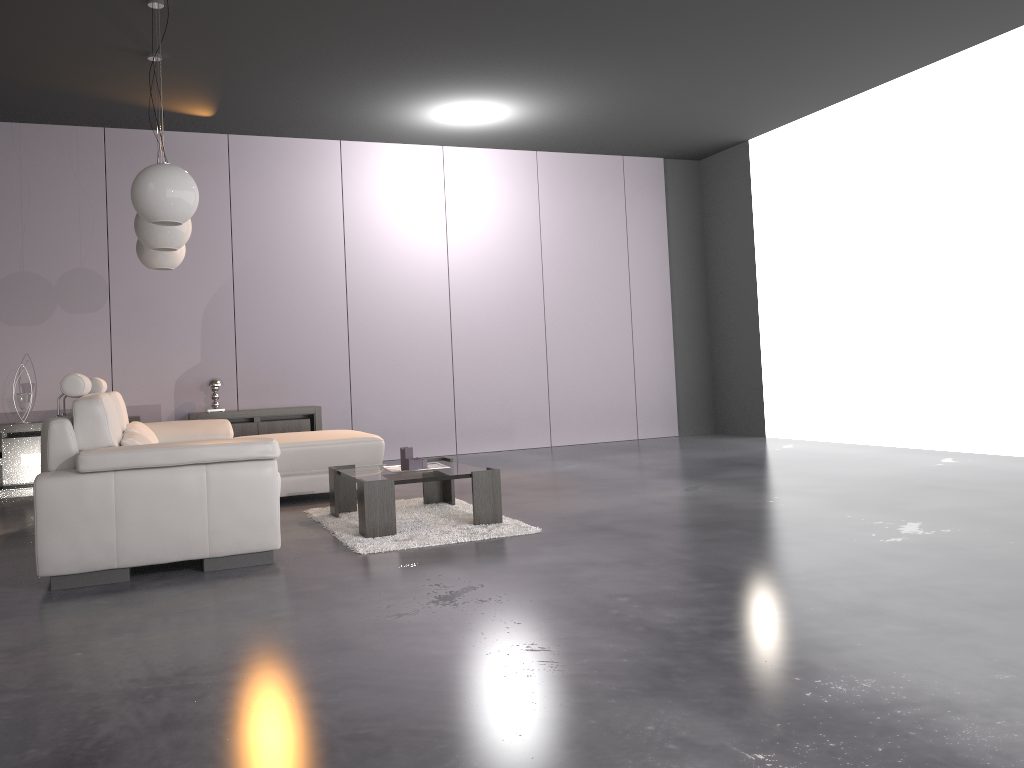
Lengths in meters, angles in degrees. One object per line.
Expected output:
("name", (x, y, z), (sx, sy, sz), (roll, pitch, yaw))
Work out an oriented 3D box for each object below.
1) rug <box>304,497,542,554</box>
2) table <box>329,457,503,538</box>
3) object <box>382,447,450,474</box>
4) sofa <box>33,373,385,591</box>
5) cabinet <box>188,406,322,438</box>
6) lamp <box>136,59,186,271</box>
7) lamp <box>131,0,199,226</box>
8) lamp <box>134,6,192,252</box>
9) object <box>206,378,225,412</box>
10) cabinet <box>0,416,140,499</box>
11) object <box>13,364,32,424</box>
("rug", (-0.543, 0.725, 4.740), (0.917, 0.023, 1.524), (-3, 1, -22))
("table", (-0.546, 0.587, 4.762), (0.701, 0.271, 0.904), (-3, 1, -22))
("object", (-0.511, 0.393, 4.663), (0.304, 0.137, 0.304), (-3, 0, -18))
("sofa", (-1.544, 0.347, 5.099), (1.869, 0.860, 2.857), (-3, 1, -22))
("cabinet", (-2.194, 0.498, 7.595), (1.073, 0.556, 0.376), (-3, -1, -22))
("lamp", (-2.356, -1.467, 5.896), (0.307, 1.417, 0.306), (-2, -2, -19))
("lamp", (-1.696, -1.477, 4.283), (0.306, 1.417, 0.307), (-4, -2, 35))
("lamp", (-2.017, -1.472, 5.074), (0.307, 1.417, 0.306), (-2, -2, -19))
("object", (-2.519, 0.088, 7.515), (0.140, 0.284, 0.140), (-2, -2, -22))
("cabinet", (-3.533, 0.569, 7.048), (1.073, 0.556, 0.376), (-3, -1, -22))
("object", (-3.839, 0.074, 6.948), (0.123, 0.466, 0.108), (-2, -2, -21))
